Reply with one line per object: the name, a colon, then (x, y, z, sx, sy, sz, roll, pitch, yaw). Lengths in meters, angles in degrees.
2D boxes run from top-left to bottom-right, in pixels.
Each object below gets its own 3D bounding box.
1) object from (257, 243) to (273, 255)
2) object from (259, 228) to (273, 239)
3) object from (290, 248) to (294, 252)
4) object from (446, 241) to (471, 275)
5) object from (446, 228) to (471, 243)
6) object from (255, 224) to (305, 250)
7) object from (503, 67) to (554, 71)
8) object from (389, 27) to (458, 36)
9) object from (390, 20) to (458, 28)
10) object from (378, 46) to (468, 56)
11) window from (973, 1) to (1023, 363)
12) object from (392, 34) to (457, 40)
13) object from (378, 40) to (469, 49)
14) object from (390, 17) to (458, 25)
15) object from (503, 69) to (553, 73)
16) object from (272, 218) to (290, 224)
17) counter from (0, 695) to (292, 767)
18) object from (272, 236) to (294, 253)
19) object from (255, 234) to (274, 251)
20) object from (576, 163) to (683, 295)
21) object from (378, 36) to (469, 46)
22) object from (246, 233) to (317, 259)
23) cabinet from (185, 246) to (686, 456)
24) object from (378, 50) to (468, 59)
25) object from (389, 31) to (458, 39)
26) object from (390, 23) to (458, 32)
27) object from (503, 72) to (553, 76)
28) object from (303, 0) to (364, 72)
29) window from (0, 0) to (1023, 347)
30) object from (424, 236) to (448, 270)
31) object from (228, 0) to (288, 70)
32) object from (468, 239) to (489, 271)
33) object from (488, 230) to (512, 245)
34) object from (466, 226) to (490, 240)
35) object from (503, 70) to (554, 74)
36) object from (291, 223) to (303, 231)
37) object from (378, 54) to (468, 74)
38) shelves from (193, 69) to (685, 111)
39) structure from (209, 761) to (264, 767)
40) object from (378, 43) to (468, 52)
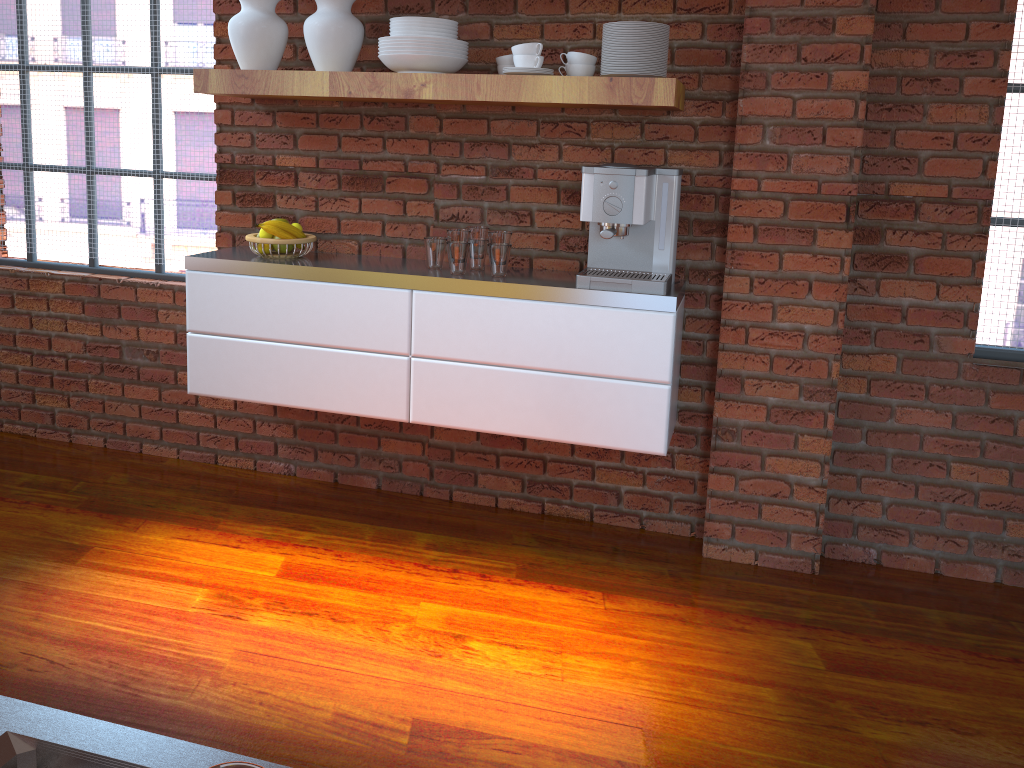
object: (-0.835, -0.459, 2.971, 0.046, 0.045, 0.056, -9, 17, -41)
object: (-0.831, -0.508, 2.976, 0.045, 0.052, 0.053, 3, 12, 3)
object: (-0.782, -0.492, 3.060, 0.068, 0.068, 0.071, 8, 13, 23)
object: (-0.170, -0.396, 2.768, 0.078, 0.102, 0.078, -9, 16, -44)
object: (-0.168, -0.433, 2.762, 0.078, 0.102, 0.078, -9, 16, -44)
object: (-0.766, -0.490, 2.953, 0.177, 0.092, 0.065, -9, 15, -37)
object: (0.049, -0.940, 2.647, 0.154, 0.012, 0.157, -5, 17, -23)
object: (-0.276, -1.076, 2.755, 0.214, 0.054, 0.219, 4, 15, 6)
object: (-0.276, -1.095, 2.752, 0.214, 0.054, 0.219, 4, 15, 6)
object: (-0.279, -1.017, 2.764, 0.281, 0.054, 0.289, 2, 15, -2)
window: (2.024, -0.815, 2.430, 1.272, 1.639, 0.085, 5, 9, 15)
object: (-0.277, -1.055, 2.759, 0.214, 0.054, 0.219, 4, 15, 6)
object: (-0.278, -1.036, 2.761, 0.281, 0.054, 0.289, 2, 15, -2)
object: (-0.275, -1.105, 2.751, 0.214, 0.054, 0.219, 4, 15, 6)
object: (0.048, -0.936, 2.647, 0.154, 0.012, 0.157, -5, 17, -23)
object: (-0.798, -0.539, 3.026, 0.069, 0.060, 0.070, 10, 15, 31)
counter: (-1.258, 0.320, 0.335, 3.151, 0.127, 1.047, 6, 16, 15)
object: (-0.779, -0.478, 2.992, 0.078, 0.064, 0.077, -9, 17, -40)
object: (-0.844, -0.491, 3.027, 0.074, 0.074, 0.074, 0, 12, -10)
object: (0.357, -0.482, 2.669, 0.271, 0.362, 0.387, 5, 13, 15)
object: (-0.278, -1.046, 2.760, 0.281, 0.054, 0.289, 2, 15, -2)
object: (-0.791, -0.473, 3.018, 0.236, 0.070, 0.240, -5, 17, -27)
cabinet: (-0.274, -0.149, 2.919, 1.626, 0.466, 0.344, 6, 12, 15)
object: (-0.279, -1.006, 2.766, 0.281, 0.054, 0.289, 2, 15, -2)
object: (-0.277, -1.065, 2.757, 0.214, 0.054, 0.219, 4, 15, 6)
object: (-0.276, -1.086, 2.754, 0.214, 0.054, 0.219, 4, 15, 6)
object: (0.048, -0.927, 2.648, 0.154, 0.012, 0.157, -5, 17, -23)
object: (-0.576, -1.126, 2.846, 0.192, 0.244, 0.197, 0, 12, -13)
window: (2.131, -1.246, 4.778, 17.426, 9.728, 3.703, 4, 10, 5)
object: (-0.250, -0.425, 2.867, 0.077, 0.102, 0.080, -1, 12, -15)
object: (-0.840, -1.156, 2.917, 0.193, 0.244, 0.196, -6, 14, -35)
object: (-0.114, -0.423, 2.874, 0.078, 0.102, 0.078, -9, 16, -44)
object: (-0.039, -0.425, 2.750, 0.078, 0.102, 0.079, 8, 13, 26)
object: (-0.113, -0.460, 2.868, 0.078, 0.102, 0.078, -9, 16, -44)
object: (0.048, -0.931, 2.648, 0.154, 0.012, 0.157, -5, 17, -23)
object: (-0.747, -0.534, 3.042, 0.047, 0.045, 0.055, -6, 15, -32)
object: (-0.280, -0.996, 2.768, 0.281, 0.054, 0.289, 2, 15, -2)
shelves: (-0.243, -0.936, 2.797, 1.540, 0.075, 0.345, 6, 16, 15)
structure: (-0.117, 0.225, 0.148, 0.099, 0.243, 0.204, 5, 12, 15)
object: (-0.278, -1.027, 2.763, 0.281, 0.054, 0.289, 2, 15, -2)
